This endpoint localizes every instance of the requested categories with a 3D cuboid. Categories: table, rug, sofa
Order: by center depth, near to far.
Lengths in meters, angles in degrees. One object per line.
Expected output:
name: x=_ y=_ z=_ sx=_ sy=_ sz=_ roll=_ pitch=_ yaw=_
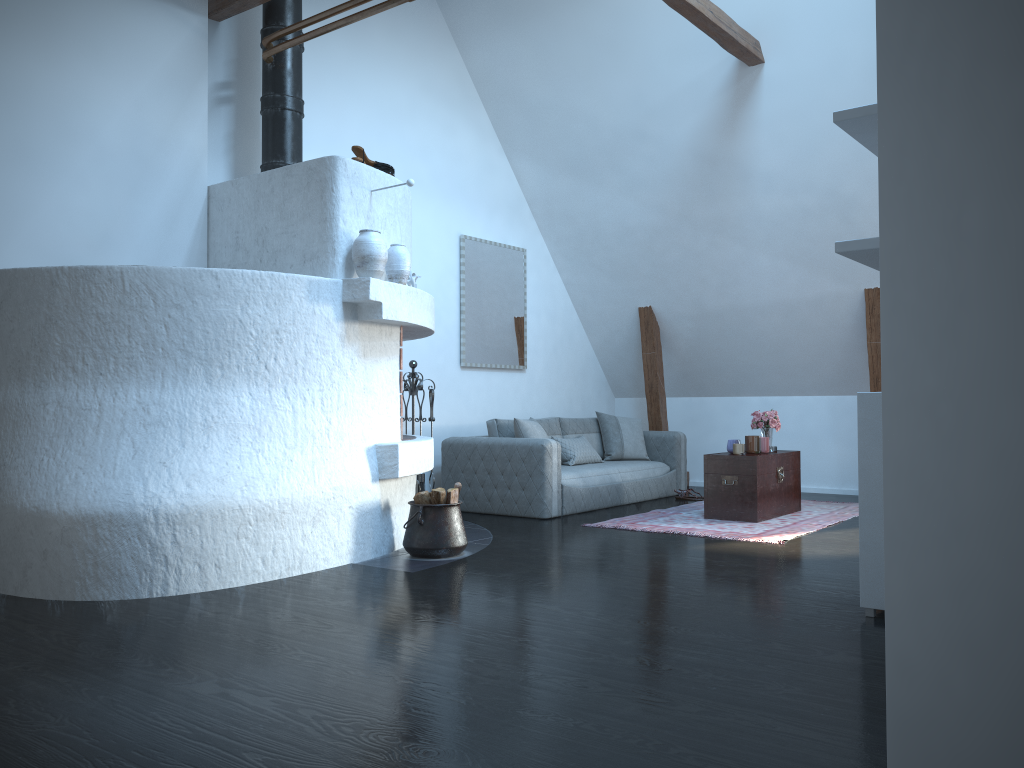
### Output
rug: x=1.887 y=1.026 z=6.992 sx=1.512 sy=0.029 sz=2.647 roll=-1 pitch=-2 yaw=38
table: x=1.921 y=0.786 z=7.007 sx=0.471 sy=0.492 sz=0.962 roll=-1 pitch=-2 yaw=37
sofa: x=0.557 y=0.683 z=8.054 sx=1.107 sy=0.770 sz=2.458 roll=-1 pitch=-2 yaw=37

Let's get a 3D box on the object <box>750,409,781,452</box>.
object: x=2.061 y=0.374 z=7.211 sx=0.235 sy=0.351 sz=0.234 roll=0 pitch=-1 yaw=-3

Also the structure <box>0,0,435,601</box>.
structure: x=-1.978 y=-1.312 z=5.865 sx=3.058 sy=4.752 sz=3.049 roll=1 pitch=-2 yaw=-44

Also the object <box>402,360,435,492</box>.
object: x=-0.781 y=0.431 z=7.019 sx=0.376 sy=1.245 sz=0.376 roll=-1 pitch=-1 yaw=18

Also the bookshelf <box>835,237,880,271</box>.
bookshelf: x=1.504 y=-0.460 z=3.144 sx=0.478 sy=0.038 sz=0.741 roll=-1 pitch=-2 yaw=37

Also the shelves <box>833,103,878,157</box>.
shelves: x=1.765 y=-0.896 z=3.497 sx=0.478 sy=0.038 sz=1.604 roll=-1 pitch=-2 yaw=37

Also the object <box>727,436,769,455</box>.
object: x=1.820 y=0.476 z=6.946 sx=0.413 sy=0.138 sz=0.215 roll=1 pitch=-2 yaw=-41

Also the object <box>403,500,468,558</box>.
object: x=-0.454 y=0.854 z=5.252 sx=0.384 sy=0.313 sz=0.384 roll=0 pitch=-2 yaw=-26

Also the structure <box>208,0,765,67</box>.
structure: x=2.042 y=-2.832 z=2.722 sx=15.910 sy=3.562 sz=10.230 roll=-2 pitch=-2 yaw=43

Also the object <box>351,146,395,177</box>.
object: x=-0.886 y=-1.343 z=5.597 sx=0.311 sy=0.094 sz=0.783 roll=-1 pitch=-1 yaw=23

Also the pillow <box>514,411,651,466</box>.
pillow: x=0.645 y=0.505 z=8.015 sx=0.444 sy=0.515 sz=2.075 roll=-1 pitch=-2 yaw=37

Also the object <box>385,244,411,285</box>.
object: x=-0.684 y=-0.698 z=5.317 sx=0.158 sy=0.274 sz=0.158 roll=0 pitch=-1 yaw=-13

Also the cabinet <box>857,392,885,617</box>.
cabinet: x=1.931 y=0.496 z=3.822 sx=0.638 sy=0.921 sz=0.869 roll=-1 pitch=-2 yaw=37

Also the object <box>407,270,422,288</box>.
object: x=-0.629 y=-0.648 z=5.493 sx=0.064 sy=0.114 sz=0.161 roll=-1 pitch=-2 yaw=40

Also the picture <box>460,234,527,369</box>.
picture: x=-0.159 y=-0.745 z=8.346 sx=0.025 sy=1.185 sz=0.965 roll=-1 pitch=-2 yaw=37

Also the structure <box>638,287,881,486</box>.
structure: x=6.473 y=0.009 z=5.662 sx=12.350 sy=1.963 sz=1.023 roll=-1 pitch=-2 yaw=37

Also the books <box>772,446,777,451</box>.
books: x=2.072 y=0.535 z=7.360 sx=0.243 sy=0.034 sz=0.179 roll=-1 pitch=-1 yaw=16

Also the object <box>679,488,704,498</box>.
object: x=1.688 y=1.019 z=8.274 sx=0.277 sy=0.090 sz=0.101 roll=0 pitch=-1 yaw=-6

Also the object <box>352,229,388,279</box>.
object: x=-0.815 y=-0.722 z=5.091 sx=0.203 sy=0.314 sz=0.203 roll=-1 pitch=-1 yaw=21

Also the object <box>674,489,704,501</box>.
object: x=1.619 y=1.016 z=8.129 sx=0.277 sy=0.090 sz=0.101 roll=-1 pitch=-2 yaw=26

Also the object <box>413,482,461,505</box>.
object: x=-0.448 y=0.770 z=5.233 sx=0.270 sy=0.370 sz=0.240 roll=-1 pitch=-2 yaw=37
